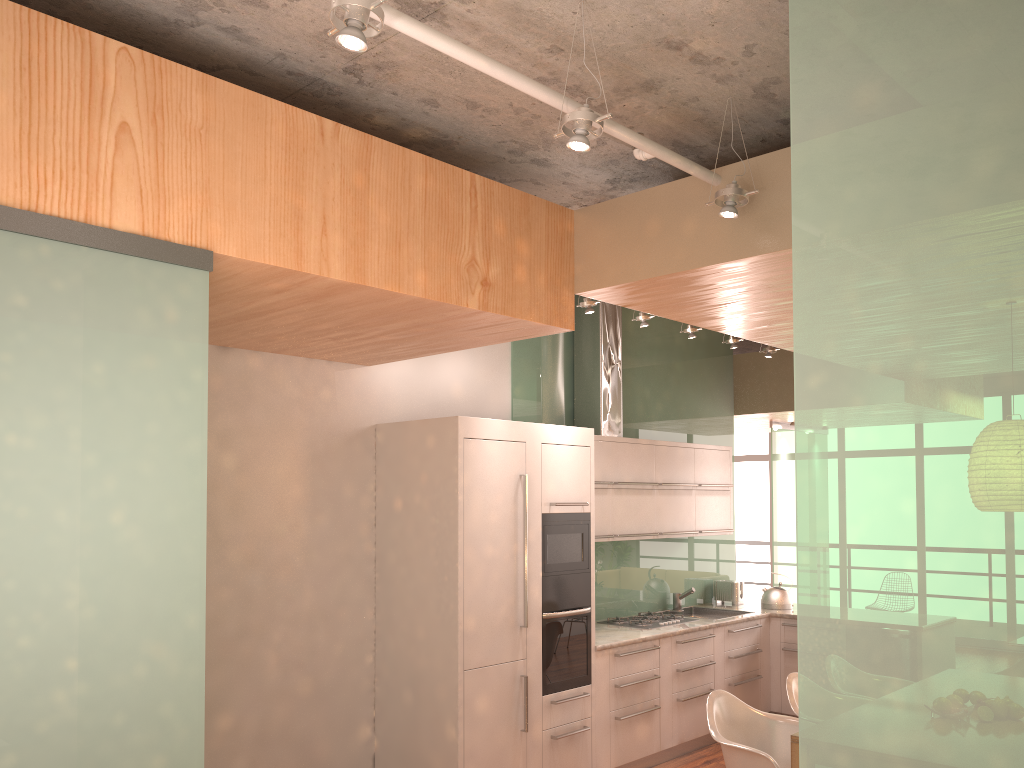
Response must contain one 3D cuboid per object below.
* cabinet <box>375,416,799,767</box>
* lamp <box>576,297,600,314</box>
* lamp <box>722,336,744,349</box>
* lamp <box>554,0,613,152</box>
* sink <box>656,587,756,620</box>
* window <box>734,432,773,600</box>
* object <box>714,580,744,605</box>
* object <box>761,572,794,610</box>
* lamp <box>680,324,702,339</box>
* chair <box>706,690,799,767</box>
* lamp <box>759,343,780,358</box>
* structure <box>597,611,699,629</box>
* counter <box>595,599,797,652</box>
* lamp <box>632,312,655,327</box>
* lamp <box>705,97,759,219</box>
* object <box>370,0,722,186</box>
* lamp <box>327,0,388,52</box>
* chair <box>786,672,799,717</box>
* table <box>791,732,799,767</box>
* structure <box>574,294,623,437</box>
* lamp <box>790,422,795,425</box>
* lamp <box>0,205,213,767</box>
[{"bbox_3d":[1.341,1.485,6.105,1.927,2.265,4.243,-4,-7,43],"label":"cabinet"},{"bbox_3d":[0.455,-0.654,5.280,0.153,0.468,0.103,-1,-2,11],"label":"lamp"},{"bbox_3d":[1.626,-0.493,6.508,0.153,0.468,0.103,-1,-2,11],"label":"lamp"},{"bbox_3d":[0.221,-0.977,2.779,0.199,0.481,0.134,-1,-3,11],"label":"lamp"},{"bbox_3d":[1.567,1.865,7.235,0.621,0.381,0.642,-6,-8,43],"label":"sink"},{"bbox_3d":[5.244,1.647,11.331,8.624,3.262,0.062,-7,-6,43],"label":"window"},{"bbox_3d":[1.942,1.857,7.861,0.238,0.201,0.153,-5,-6,43],"label":"object"},{"bbox_3d":[2.262,1.765,7.546,0.262,0.304,0.264,2,-5,-30],"label":"object"},{"bbox_3d":[1.235,-0.547,6.098,0.153,0.468,0.103,-1,-2,11],"label":"lamp"},{"bbox_3d":[1.258,1.937,4.216,0.646,0.844,0.684,-3,-5,38],"label":"chair"},{"bbox_3d":[2.017,-0.439,6.918,0.153,0.468,0.103,-1,-2,11],"label":"lamp"},{"bbox_3d":[1.040,1.789,6.719,0.493,0.038,0.676,-7,-10,43],"label":"structure"},{"bbox_3d":[2.224,1.087,6.099,3.240,1.340,3.067,-6,-9,43],"label":"counter"},{"bbox_3d":[0.844,-0.601,5.688,0.153,0.468,0.103,-1,-2,11],"label":"lamp"},{"bbox_3d":[0.854,-0.889,3.444,0.199,0.481,0.134,-1,-3,11],"label":"lamp"},{"bbox_3d":[-0.723,-1.084,2.074,0.136,0.111,4.480,-5,-9,43],"label":"object"},{"bbox_3d":[-0.378,-1.059,2.151,0.199,0.481,0.134,-1,-3,11],"label":"lamp"},{"bbox_3d":[1.788,2.002,4.664,0.646,0.857,0.684,-3,-5,38],"label":"chair"},{"bbox_3d":[2.279,1.958,4.161,1.033,0.805,2.072,-5,-9,43],"label":"table"},{"bbox_3d":[0.640,-0.156,6.564,0.256,1.128,0.262,-2,-3,44],"label":"structure"},{"bbox_3d":[2.880,0.193,9.053,0.103,0.468,0.153,-1,-3,16],"label":"lamp"},{"bbox_3d":[1.630,0.639,3.964,8.205,3.386,0.448,4,-4,-28],"label":"lamp"}]
